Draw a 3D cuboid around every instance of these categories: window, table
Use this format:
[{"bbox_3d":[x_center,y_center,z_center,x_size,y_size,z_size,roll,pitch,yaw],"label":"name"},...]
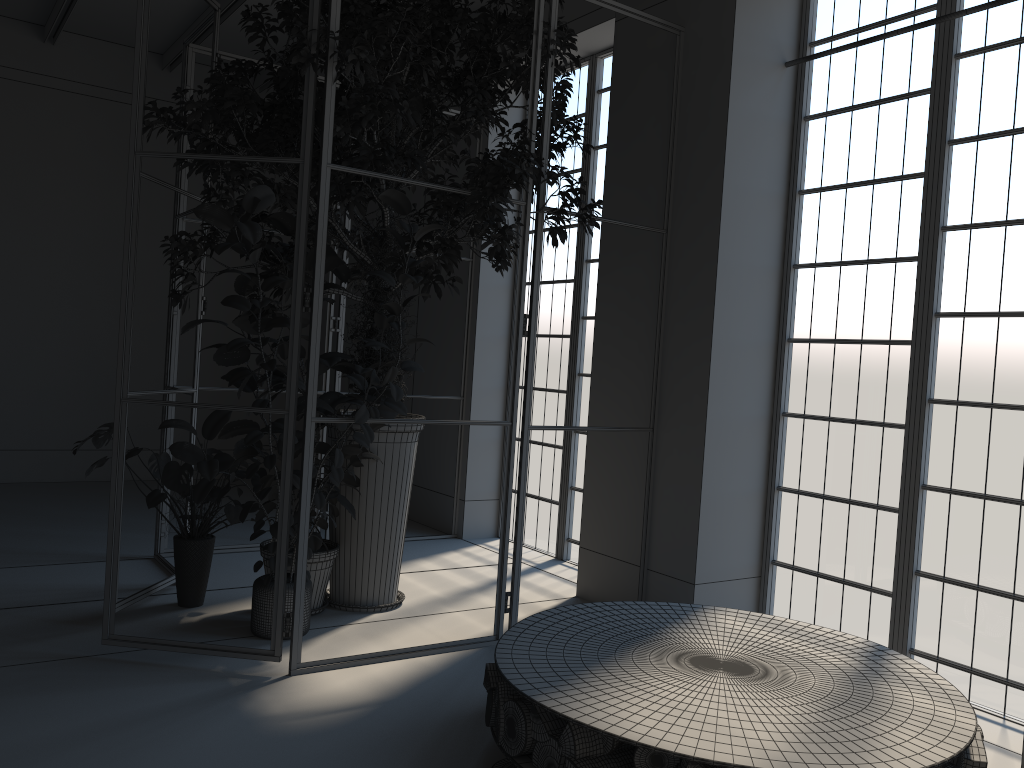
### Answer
[{"bbox_3d":[2.774,-0.322,3.312,0.070,3.834,9.755,3,2,-35],"label":"window"},{"bbox_3d":[0.770,1.227,3.308,1.709,0.387,1.708,3,2,-43],"label":"table"}]

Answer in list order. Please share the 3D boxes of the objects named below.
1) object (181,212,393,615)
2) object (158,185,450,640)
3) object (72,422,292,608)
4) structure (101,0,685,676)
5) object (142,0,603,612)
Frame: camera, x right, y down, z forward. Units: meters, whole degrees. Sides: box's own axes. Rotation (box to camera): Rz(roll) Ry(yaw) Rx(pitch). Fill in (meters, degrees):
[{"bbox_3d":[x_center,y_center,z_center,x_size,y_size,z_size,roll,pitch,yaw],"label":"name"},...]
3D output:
[{"bbox_3d":[-1.251,0.158,4.933,1.270,2.157,0.868,4,1,-4],"label":"object"},{"bbox_3d":[-1.056,0.195,4.308,1.253,2.183,1.309,3,1,-24],"label":"object"},{"bbox_3d":[-1.751,0.729,4.791,1.125,1.001,0.920,3,2,-37],"label":"object"},{"bbox_3d":[-0.887,-0.423,5.347,2.994,3.454,2.452,3,2,-35],"label":"structure"},{"bbox_3d":[-0.737,-0.788,4.899,2.486,4.154,2.243,4,1,27],"label":"object"}]
